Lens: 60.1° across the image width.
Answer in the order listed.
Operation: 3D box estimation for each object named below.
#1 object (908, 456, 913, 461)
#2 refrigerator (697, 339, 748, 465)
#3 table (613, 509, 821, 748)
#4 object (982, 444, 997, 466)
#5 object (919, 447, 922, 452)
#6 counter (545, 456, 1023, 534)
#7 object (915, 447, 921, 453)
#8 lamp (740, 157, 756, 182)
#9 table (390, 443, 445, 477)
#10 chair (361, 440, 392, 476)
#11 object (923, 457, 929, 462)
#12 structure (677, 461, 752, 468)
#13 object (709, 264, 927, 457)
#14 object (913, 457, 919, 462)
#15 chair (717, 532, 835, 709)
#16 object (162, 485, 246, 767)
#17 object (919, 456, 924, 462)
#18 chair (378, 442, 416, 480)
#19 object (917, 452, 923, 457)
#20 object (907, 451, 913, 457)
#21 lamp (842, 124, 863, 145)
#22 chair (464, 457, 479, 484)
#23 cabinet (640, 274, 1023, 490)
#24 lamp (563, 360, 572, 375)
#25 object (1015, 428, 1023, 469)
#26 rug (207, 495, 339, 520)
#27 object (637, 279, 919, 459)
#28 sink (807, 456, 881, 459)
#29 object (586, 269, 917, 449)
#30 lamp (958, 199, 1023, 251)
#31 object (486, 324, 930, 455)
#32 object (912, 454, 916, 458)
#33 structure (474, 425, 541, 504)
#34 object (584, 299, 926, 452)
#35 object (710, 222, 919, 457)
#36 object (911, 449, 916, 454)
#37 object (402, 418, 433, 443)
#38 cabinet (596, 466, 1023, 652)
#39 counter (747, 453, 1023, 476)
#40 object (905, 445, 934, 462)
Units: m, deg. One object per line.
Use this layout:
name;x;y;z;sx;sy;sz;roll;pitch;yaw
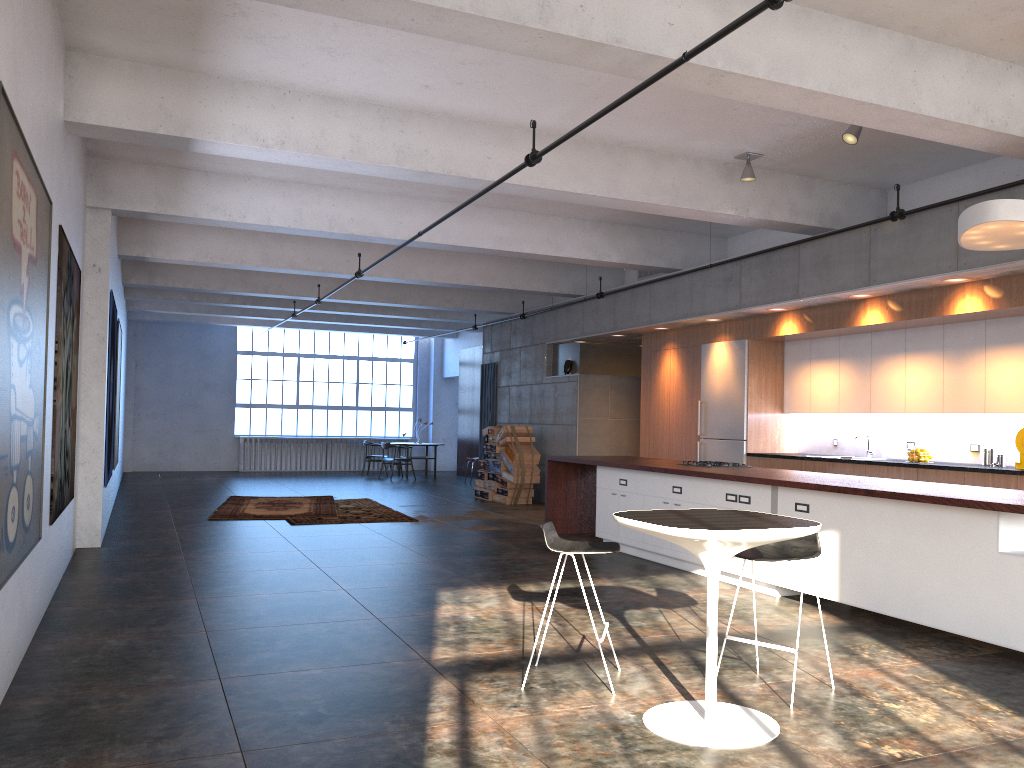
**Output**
object;4.173;-0.421;7.620;0.057;2.308;2.909;1;-2;-3
refrigerator;2.732;0.562;11.318;0.223;2.190;0.940;2;-1;-26
table;0.927;1.099;4.103;0.841;0.951;0.816;2;-2;-23
object;4.567;0.673;8.456;0.061;0.209;0.142;2;-2;-23
object;1.825;-0.260;13.244;0.060;2.163;9.727;2;-2;-29
counter;2.199;1.284;8.071;1.160;0.970;6.553;2;-2;-23
object;4.098;0.670;8.943;0.057;0.060;0.052;1;-2;-1
lamp;2.269;-2.069;8.506;0.154;0.216;0.157;1;-2;14
table;-2.294;1.863;21.390;1.292;0.851;1.328;0;-2;20
chair;-3.257;1.795;21.441;0.672;0.864;0.730;1;-2;3
object;4.179;0.764;8.961;0.072;0.063;0.065;0;-2;32
structure;2.050;0.830;9.017;0.520;0.071;0.630;2;-3;-23
object;4.164;0.712;8.950;0.052;0.053;0.061;2;-2;-16
object;4.089;0.763;8.966;0.062;0.053;0.052;3;-2;-36
chair;1.380;1.221;4.656;0.454;0.895;0.516;0;-2;43
object;1.913;2.036;11.204;20.062;0.001;26.783;2;-3;-23
object;4.128;0.756;8.925;0.051;0.057;0.060;1;-2;13
chair;-2.622;1.757;20.210;0.687;0.864;0.713;2;-2;-36
object;3.263;-0.148;14.711;0.062;2.209;11.735;1;-2;-9
object;3.229;-0.357;9.822;2.363;2.227;0.054;0;-2;42
lamp;2.742;-2.061;7.108;0.226;0.286;0.129;3;-2;-40
chair;-0.663;1.697;19.366;0.666;0.987;0.421;2;-2;-24
cabinet;4.542;0.445;9.999;2.417;2.561;7.981;2;-2;-23
lamp;0.929;-0.265;14.520;0.216;0.258;0.167;3;-2;-42
object;4.566;0.565;7.775;0.101;0.381;0.270;2;-2;-23
rug;-3.552;1.848;13.479;1.896;0.048;3.488;2;-2;-13
object;3.116;-0.552;11.721;0.059;2.866;5.867;2;-2;-21
sink;3.682;0.907;9.784;0.531;0.192;0.718;2;-3;-23
object;4.142;0.670;9.072;0.058;0.059;0.051;1;-2;11
lamp;3.473;-1.032;5.717;1.063;0.130;1.023;0;-3;23
object;4.209;0.693;8.983;0.052;0.052;0.062;0;-2;25
object;4.099;0.746;9.052;0.053;0.053;0.061;3;-2;-42
structure;-0.133;1.364;15.322;0.648;1.314;1.884;2;-2;-23
object;4.150;0.666;8.937;0.064;0.051;0.052;2;-2;-31
object;4.115;0.709;8.975;0.050;0.053;0.064;1;-2;14
object;2.369;-0.290;11.867;0.054;2.168;6.741;2;-2;-31
object;-2.269;1.121;21.395;0.786;0.624;0.236;2;-2;-22
cabinet;2.421;1.294;7.510;0.937;0.929;5.561;2;-2;-23
counter;4.465;0.825;9.155;1.633;0.039;4.391;2;-3;-23
object;3.184;1.475;15.369;0.958;1.214;13.070;2;-2;-12
